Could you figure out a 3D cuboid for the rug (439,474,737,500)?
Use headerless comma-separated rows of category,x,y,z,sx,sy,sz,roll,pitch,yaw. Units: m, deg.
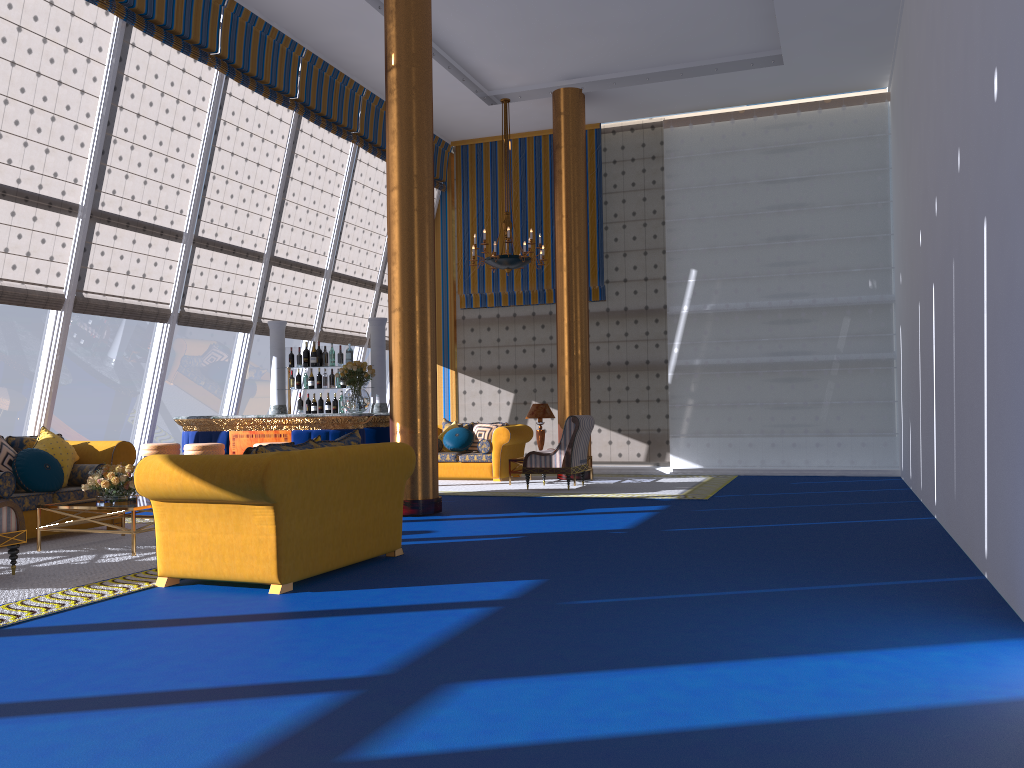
rug,-0.078,1.446,12.896,6.216,0.011,3.618,-2,-2,19

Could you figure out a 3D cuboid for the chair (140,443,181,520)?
chair,-3.689,1.012,9.319,0.402,0.781,0.394,0,-1,-32

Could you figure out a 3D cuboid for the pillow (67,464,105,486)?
pillow,-3.950,0.848,8.238,0.370,0.219,0.216,-2,-1,19

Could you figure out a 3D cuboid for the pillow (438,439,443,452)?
pillow,-1.259,0.965,13.796,0.213,0.219,0.380,-2,-2,25

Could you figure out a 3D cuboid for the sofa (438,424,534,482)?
sofa,-0.686,1.068,13.924,1.834,0.854,1.019,-2,-2,21

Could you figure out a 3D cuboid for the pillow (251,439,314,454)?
pillow,-1.524,0.672,5.791,0.337,0.610,0.619,-2,-1,25

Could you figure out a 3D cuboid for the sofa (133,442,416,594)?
sofa,-1.531,0.854,6.130,1.004,0.854,1.861,-2,-2,22

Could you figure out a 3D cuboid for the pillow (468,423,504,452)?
pillow,-0.409,0.829,13.754,0.518,0.456,0.329,-1,-1,19

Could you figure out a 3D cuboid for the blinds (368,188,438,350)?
blinds,-1.796,-2.294,15.330,0.868,3.393,1.374,-1,-1,20

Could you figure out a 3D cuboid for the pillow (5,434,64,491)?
pillow,-4.420,0.740,8.202,0.245,0.546,0.614,-1,-1,17

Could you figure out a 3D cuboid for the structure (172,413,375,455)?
structure,-2.597,0.865,9.630,2.304,1.065,0.772,-1,-1,9

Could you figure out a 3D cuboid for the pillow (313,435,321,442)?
pillow,-1.488,0.611,6.360,0.230,0.491,0.616,-2,-2,25

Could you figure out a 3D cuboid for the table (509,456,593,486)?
table,0.570,1.245,12.794,0.968,0.369,0.913,-2,-2,20

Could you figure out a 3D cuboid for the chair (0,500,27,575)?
chair,-3.791,0.802,5.761,0.788,0.966,0.789,-1,-1,20

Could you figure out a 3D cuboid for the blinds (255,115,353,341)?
blinds,-2.852,-2.360,12.470,0.868,3.393,1.374,-1,-1,20

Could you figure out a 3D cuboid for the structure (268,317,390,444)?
structure,-2.396,0.328,10.711,2.302,2.195,0.772,-1,-1,11

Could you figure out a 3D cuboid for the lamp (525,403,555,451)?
lamp,0.421,0.680,13.047,0.445,0.783,0.447,-1,-1,5

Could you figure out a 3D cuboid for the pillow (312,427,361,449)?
pillow,-1.325,0.653,6.353,0.351,0.672,0.606,-2,-1,28

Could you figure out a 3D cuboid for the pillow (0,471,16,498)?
pillow,-4.289,0.826,7.296,0.370,0.219,0.176,-2,-1,19

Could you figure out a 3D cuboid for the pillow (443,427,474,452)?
pillow,-0.828,0.856,13.686,0.463,0.367,0.388,0,-1,-20

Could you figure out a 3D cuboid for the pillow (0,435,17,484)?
pillow,-4.377,0.667,7.611,0.279,0.619,0.695,-1,-1,18

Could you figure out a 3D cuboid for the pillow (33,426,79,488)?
pillow,-4.187,0.675,8.123,0.326,0.583,0.582,-2,-2,40

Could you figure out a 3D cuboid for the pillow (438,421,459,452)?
pillow,-0.915,0.825,13.971,0.606,0.491,0.234,-2,-1,25

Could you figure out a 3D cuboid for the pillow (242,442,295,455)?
pillow,-1.715,0.619,5.849,0.325,0.456,0.525,-1,-1,20

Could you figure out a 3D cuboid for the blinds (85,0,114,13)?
blinds,-4.155,-4.001,7.863,0.336,0.830,1.535,-1,-2,20

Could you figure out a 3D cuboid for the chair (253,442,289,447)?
chair,-2.373,0.975,8.854,0.401,0.781,0.395,-1,-1,-21

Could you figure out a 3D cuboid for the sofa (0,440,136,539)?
sofa,-4.406,0.942,7.875,0.995,0.854,1.858,-1,-2,20

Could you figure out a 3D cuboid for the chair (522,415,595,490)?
chair,0.636,0.904,11.834,0.779,0.966,0.799,-1,-1,20

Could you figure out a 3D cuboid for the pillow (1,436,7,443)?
pillow,-4.631,0.726,7.629,0.245,0.549,0.611,-1,-1,17

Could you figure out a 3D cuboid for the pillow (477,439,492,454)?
pillow,-0.345,0.938,13.441,0.213,0.219,0.376,-2,-2,25

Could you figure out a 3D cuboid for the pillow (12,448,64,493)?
pillow,-4.139,0.760,7.760,0.316,0.404,0.478,-2,-2,33

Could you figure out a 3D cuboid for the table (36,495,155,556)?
table,-3.182,1.150,7.351,0.968,0.369,0.913,-2,-2,20

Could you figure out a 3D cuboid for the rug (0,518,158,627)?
rug,-3.977,1.311,6.000,3.568,0.010,6.299,-2,-2,20

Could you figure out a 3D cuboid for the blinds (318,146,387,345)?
blinds,-2.314,-2.326,13.928,0.868,3.393,1.374,-1,-1,20

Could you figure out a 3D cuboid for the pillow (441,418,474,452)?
pillow,-0.904,0.875,14.133,0.595,0.672,0.357,-2,-1,28

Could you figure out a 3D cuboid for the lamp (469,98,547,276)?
lamp,-0.071,-2.685,12.127,1.060,2.421,1.058,-1,-1,-3

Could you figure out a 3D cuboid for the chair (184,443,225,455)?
chair,-3.122,0.993,9.015,0.402,0.781,0.394,0,-1,-32

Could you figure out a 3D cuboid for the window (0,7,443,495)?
window,-4.421,-1.524,9.018,1.608,5.854,15.572,-1,-2,20

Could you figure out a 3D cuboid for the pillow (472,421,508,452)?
pillow,-0.346,0.891,13.944,0.609,0.610,0.342,-2,-1,25
